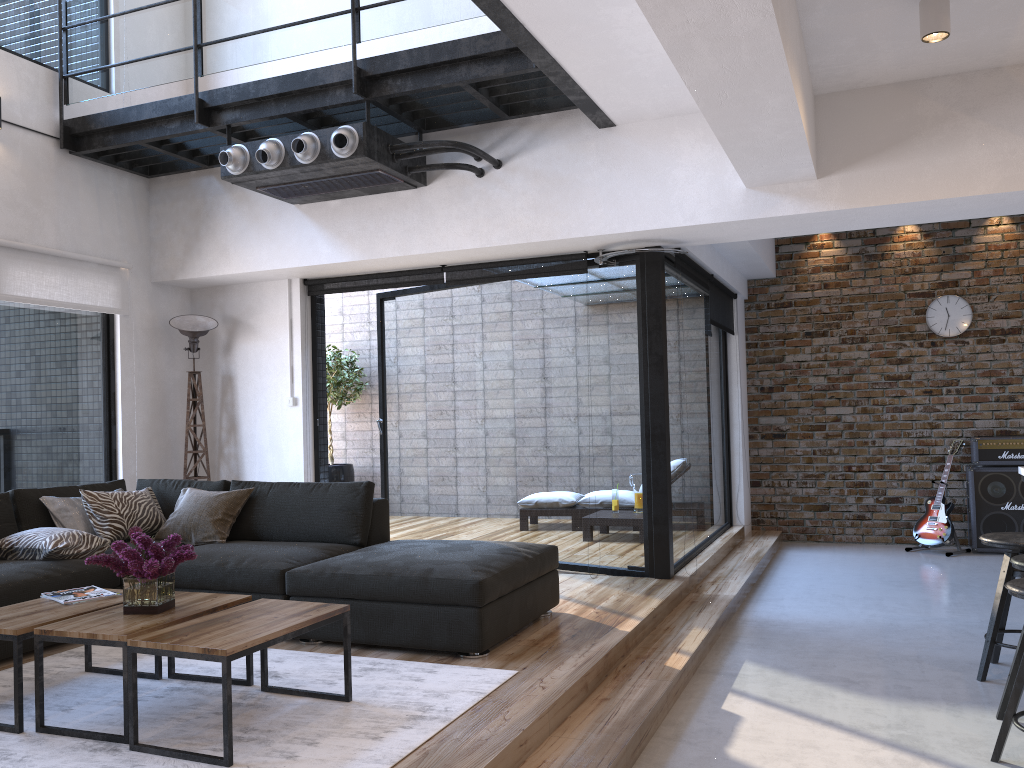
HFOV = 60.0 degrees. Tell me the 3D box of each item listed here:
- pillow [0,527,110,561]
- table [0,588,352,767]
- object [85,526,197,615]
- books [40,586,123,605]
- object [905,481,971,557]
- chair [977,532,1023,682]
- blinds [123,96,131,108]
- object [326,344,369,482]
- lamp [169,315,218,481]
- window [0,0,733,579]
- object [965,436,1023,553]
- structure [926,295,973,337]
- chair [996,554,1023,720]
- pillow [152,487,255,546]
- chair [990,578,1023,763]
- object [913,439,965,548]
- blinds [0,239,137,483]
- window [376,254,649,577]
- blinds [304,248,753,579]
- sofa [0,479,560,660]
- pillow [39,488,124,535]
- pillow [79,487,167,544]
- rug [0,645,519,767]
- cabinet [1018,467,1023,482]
[{"bbox_3d":[-2.389,0.830,4.541,0.531,0.177,0.356,-2,-2,20],"label":"pillow"},{"bbox_3d":[-1.302,1.001,3.209,1.298,0.350,0.697,-2,-2,22],"label":"table"},{"bbox_3d":[-1.324,0.656,3.241,0.375,0.343,0.342,-2,-2,24],"label":"object"},{"bbox_3d":[-1.719,0.842,3.541,0.295,0.013,0.228,-3,-3,43],"label":"books"},{"bbox_3d":[3.520,1.100,7.351,0.331,0.588,0.390,-1,-2,-33],"label":"object"},{"bbox_3d":[2.302,0.996,3.970,0.367,0.630,0.367,-3,-2,37],"label":"chair"},{"bbox_3d":[-3.735,-2.782,1.131,1.995,2.974,10.207,-2,-2,1],"label":"blinds"},{"bbox_3d":[-1.949,0.485,9.597,0.812,1.862,0.801,-1,-1,-24],"label":"object"},{"bbox_3d":[-2.287,0.390,5.894,0.425,1.827,1.468,-2,-1,7],"label":"lamp"},{"bbox_3d":[-2.185,-1.392,2.883,5.664,5.565,13.400,-2,-2,22],"label":"window"},{"bbox_3d":[4.120,0.896,7.254,0.696,0.936,0.358,-2,-1,22],"label":"object"},{"bbox_3d":[3.753,-0.583,7.619,0.360,0.360,0.040,-2,-1,22],"label":"structure"},{"bbox_3d":[2.107,0.981,3.373,0.365,0.630,0.365,-1,-1,-23],"label":"chair"},{"bbox_3d":[-1.770,0.754,5.058,0.547,0.309,0.273,-2,-2,22],"label":"pillow"},{"bbox_3d":[1.827,0.972,2.900,0.366,0.630,0.367,-1,-1,-3],"label":"chair"},{"bbox_3d":[3.620,0.910,7.421,0.524,0.873,0.330,-1,-1,-33],"label":"object"},{"bbox_3d":[-3.593,0.129,3.683,0.096,2.043,5.370,-2,-2,22],"label":"blinds"},{"bbox_3d":[-0.111,0.246,6.304,2.449,2.050,0.100,-3,-2,39],"label":"window"},{"bbox_3d":[0.625,0.210,6.293,3.860,2.051,1.829,-1,-2,-23],"label":"blinds"},{"bbox_3d":[-1.700,0.860,3.825,2.999,0.700,3.044,-2,-2,22],"label":"sofa"},{"bbox_3d":[-2.370,0.764,5.075,0.235,0.294,0.611,-2,-2,23],"label":"pillow"},{"bbox_3d":[-2.202,0.737,5.075,0.250,0.314,0.532,-2,-2,26],"label":"pillow"},{"bbox_3d":[-1.260,1.174,3.197,2.113,0.003,1.637,-2,-2,22],"label":"rug"},{"bbox_3d":[2.276,-0.229,0.842,2.474,2.871,9.117,-2,-2,22],"label":"cabinet"}]
